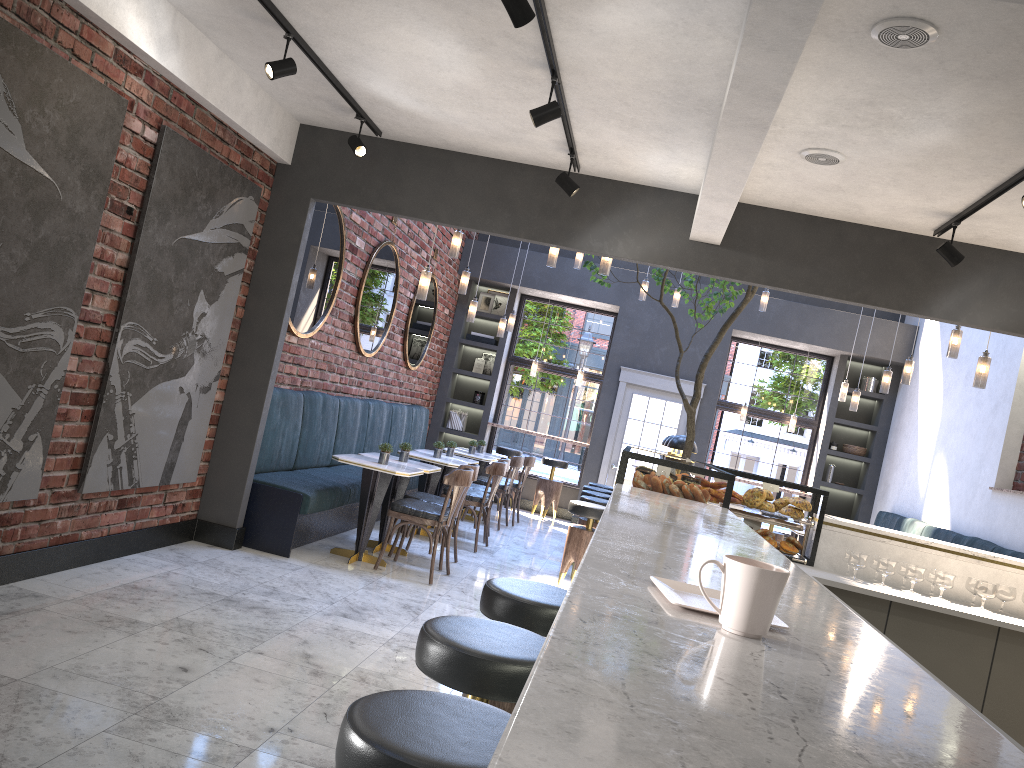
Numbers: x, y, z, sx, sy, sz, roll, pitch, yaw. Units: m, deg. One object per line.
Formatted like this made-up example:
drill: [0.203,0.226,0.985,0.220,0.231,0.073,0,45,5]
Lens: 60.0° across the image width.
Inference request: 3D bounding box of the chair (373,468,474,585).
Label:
chair: [-0.637,1.011,6.684,0.521,0.851,0.539,12,-1,10]

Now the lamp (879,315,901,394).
lamp: [4.038,-1.916,8.608,0.078,4.104,0.078,13,-1,-29]

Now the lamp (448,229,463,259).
lamp: [-0.045,-3.051,7.388,0.078,4.104,0.078,13,-1,-7]

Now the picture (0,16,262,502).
picture: [-2.118,-0.415,4.580,0.033,2.027,2.822,12,-1,9]

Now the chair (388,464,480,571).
chair: [-0.614,1.031,7.264,0.521,0.851,0.539,12,-1,10]

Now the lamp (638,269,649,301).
lamp: [1.914,-2.952,10.071,0.078,4.104,0.078,13,-1,-7]

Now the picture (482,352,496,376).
picture: [-0.335,-0.276,12.723,0.247,0.326,0.044,12,-1,9]

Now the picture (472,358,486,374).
picture: [-0.473,-0.256,12.717,0.161,0.227,0.049,12,-1,9]

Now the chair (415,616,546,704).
chair: [-0.129,1.023,2.180,0.370,0.821,0.372,12,-1,18]

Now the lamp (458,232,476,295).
lamp: [-0.038,-2.870,8.554,0.078,4.104,0.078,12,-1,16]

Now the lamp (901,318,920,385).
lamp: [3.954,-2.001,7.944,0.078,4.104,0.078,13,-1,-29]

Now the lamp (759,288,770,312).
lamp: [3.236,-2.819,9.931,0.078,4.104,0.078,13,-1,-7]

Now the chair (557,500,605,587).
chair: [0.582,1.359,7.344,0.371,0.737,0.371,13,-1,-38]

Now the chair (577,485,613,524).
chair: [0.857,1.475,9.420,0.370,0.737,0.372,13,-1,-1]

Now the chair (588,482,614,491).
chair: [0.977,1.520,10.120,0.371,0.737,0.371,13,-1,-38]

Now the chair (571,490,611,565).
chair: [0.789,1.442,8.730,0.371,0.737,0.371,13,-1,-38]

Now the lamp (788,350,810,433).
lamp: [3.901,-0.054,11.916,0.078,1.429,0.078,12,-1,38]

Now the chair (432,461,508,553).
chair: [-0.387,1.113,8.444,0.521,0.851,0.539,12,-1,10]

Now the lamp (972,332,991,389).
lamp: [3.673,-1.977,6.167,0.078,4.104,0.078,13,-1,-7]

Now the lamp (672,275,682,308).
lamp: [2.390,-2.926,10.637,0.078,4.104,0.078,13,-1,-7]

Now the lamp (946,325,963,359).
lamp: [3.831,-2.206,6.863,0.078,4.104,0.078,13,-1,-7]

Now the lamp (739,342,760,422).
lamp: [3.267,-0.192,12.013,0.078,1.429,0.078,13,-1,-29]

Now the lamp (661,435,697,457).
lamp: [0.775,-1.022,5.195,4.184,3.256,8.834,13,-1,-8]

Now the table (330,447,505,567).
table: [1.143,1.507,8.508,4.598,0.751,4.832,12,-1,9]

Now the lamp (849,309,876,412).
lamp: [4.163,-1.710,9.704,0.078,4.104,0.078,13,-1,-7]

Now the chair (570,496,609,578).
chair: [0.723,1.409,8.034,0.371,0.737,0.371,12,-1,36]

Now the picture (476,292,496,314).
picture: [-0.381,-1.156,12.728,0.230,0.313,0.061,12,-1,9]

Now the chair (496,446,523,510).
chair: [-0.116,1.289,12.178,0.371,0.821,0.371,13,-1,-29]

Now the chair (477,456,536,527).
chair: [-0.053,1.248,10.777,0.521,0.851,0.497,12,-1,7]

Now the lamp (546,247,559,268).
lamp: [0.769,-2.986,7.453,0.078,4.104,0.078,12,-1,38]

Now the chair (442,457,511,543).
chair: [-0.359,1.136,9.078,0.521,0.851,0.538,12,-1,2]

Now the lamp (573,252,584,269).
lamp: [1.160,-3.278,9.811,0.078,4.104,0.078,13,-1,-7]

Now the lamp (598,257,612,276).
lamp: [1.114,-2.804,6.519,0.078,4.104,0.078,12,-1,38]

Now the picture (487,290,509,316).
picture: [-0.211,-1.144,12.738,0.361,0.369,0.055,12,-1,9]

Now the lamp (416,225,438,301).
lamp: [-0.241,-2.639,6.704,0.078,4.104,0.078,13,-1,-7]

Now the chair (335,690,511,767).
chair: [-0.193,0.991,1.527,0.371,0.821,0.371,13,-1,-38]

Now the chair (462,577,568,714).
chair: [0.003,1.070,2.853,0.372,0.821,0.370,13,-1,-29]

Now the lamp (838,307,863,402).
lamp: [4.285,-1.802,10.363,0.078,4.104,0.078,13,-1,-7]

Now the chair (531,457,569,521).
chair: [0.505,1.424,12.060,0.372,0.821,0.370,13,-1,-29]

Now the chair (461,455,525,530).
chair: [-0.200,1.201,10.214,0.521,0.851,0.539,12,-1,10]

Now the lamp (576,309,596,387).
lamp: [1.076,-0.669,12.349,0.078,1.429,0.078,13,-1,-29]
